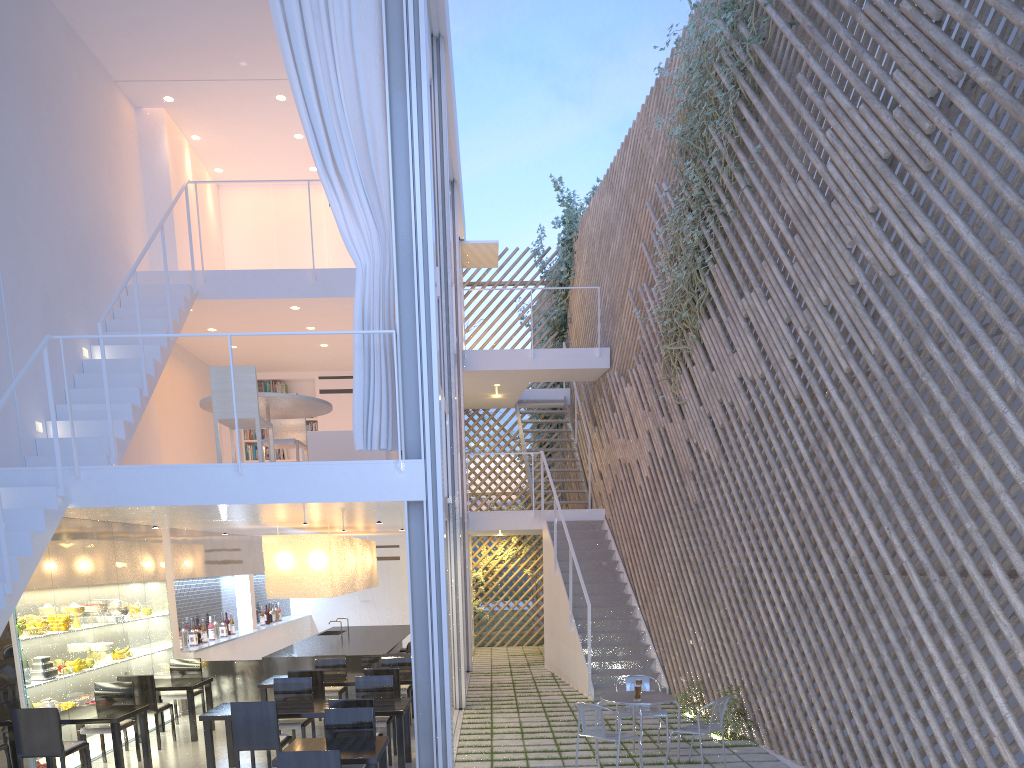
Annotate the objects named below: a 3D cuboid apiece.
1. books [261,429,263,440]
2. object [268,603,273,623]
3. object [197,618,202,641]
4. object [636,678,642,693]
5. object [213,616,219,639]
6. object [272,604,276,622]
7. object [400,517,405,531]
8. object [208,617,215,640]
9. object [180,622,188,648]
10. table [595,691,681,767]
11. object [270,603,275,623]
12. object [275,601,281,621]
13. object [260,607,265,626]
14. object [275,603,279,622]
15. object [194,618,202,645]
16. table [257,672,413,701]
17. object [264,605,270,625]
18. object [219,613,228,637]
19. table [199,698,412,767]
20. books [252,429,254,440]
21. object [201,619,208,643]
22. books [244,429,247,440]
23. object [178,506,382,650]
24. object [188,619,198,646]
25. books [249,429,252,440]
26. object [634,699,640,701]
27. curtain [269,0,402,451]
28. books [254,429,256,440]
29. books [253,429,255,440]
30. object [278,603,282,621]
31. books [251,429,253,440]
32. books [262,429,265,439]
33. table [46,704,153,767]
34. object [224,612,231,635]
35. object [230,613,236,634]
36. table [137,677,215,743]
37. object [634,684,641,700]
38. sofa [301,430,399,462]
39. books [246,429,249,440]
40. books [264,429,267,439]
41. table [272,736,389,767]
[{"bbox_3d":[-2.137,0.423,7.057,0.007,0.131,0.094,-2,2,-2],"label":"books"},{"bbox_3d":[-2.317,2.188,7.856,0.046,0.208,0.044,-2,9,-2],"label":"object"},{"bbox_3d":[-2.271,1.523,4.937,0.067,0.287,2.160,-1,-12,-1],"label":"object"},{"bbox_3d":[0.617,1.468,4.004,0.031,0.078,0.031,5,10,43],"label":"object"},{"bbox_3d":[-2.286,1.877,6.348,0.044,0.191,0.045,-10,12,-44],"label":"object"},{"bbox_3d":[-2.324,2.230,8.014,0.044,0.191,0.044,8,12,44],"label":"object"},{"bbox_3d":[-0.634,0.805,4.734,0.029,0.081,0.028,0,8,10],"label":"object"},{"bbox_3d":[-2.276,1.850,6.224,0.044,0.190,0.041,-1,9,-1],"label":"object"},{"bbox_3d":[-2.266,1.489,4.780,0.046,0.287,1.885,-1,-11,-1],"label":"object"},{"bbox_3d":[0.599,1.656,3.940,0.346,0.339,0.348,0,-1,-39],"label":"table"},{"bbox_3d":[-2.323,2.207,7.942,0.046,0.207,0.044,-1,9,0],"label":"object"},{"bbox_3d":[-2.321,2.246,8.129,0.046,0.207,0.044,6,12,39],"label":"object"},{"bbox_3d":[-2.310,2.147,7.606,0.041,0.186,0.040,-7,10,-31],"label":"object"},{"bbox_3d":[-2.310,2.242,8.069,0.046,0.191,0.043,-1,9,-2],"label":"object"},{"bbox_3d":[-2.241,1.512,4.893,0.106,0.286,2.088,-1,-11,0],"label":"object"},{"bbox_3d":[-0.969,1.878,4.813,0.916,0.337,0.349,-1,-1,-1],"label":"table"},{"bbox_3d":[-2.297,2.162,7.710,0.044,0.198,0.044,-3,9,-10],"label":"object"},{"bbox_3d":[-2.274,1.895,6.472,0.046,0.207,0.044,-1,9,0],"label":"object"},{"bbox_3d":[-0.945,1.682,3.893,0.916,0.337,0.349,-1,-1,-1],"label":"table"},{"bbox_3d":[-2.215,0.430,7.064,0.006,0.122,0.079,-2,3,-2],"label":"books"},{"bbox_3d":[-2.247,1.505,4.863,0.058,0.291,2.447,-1,-12,-1],"label":"object"},{"bbox_3d":[-2.274,0.425,7.055,0.015,0.131,0.093,-2,2,-2],"label":"books"},{"bbox_3d":[-1.479,1.182,4.666,1.672,0.823,1.853,-1,-8,-4],"label":"object"},{"bbox_3d":[-2.240,1.503,4.847,0.047,0.287,2.010,-1,-11,-1],"label":"object"},{"bbox_3d":[-2.234,0.428,7.058,0.021,0.126,0.090,-2,2,-2],"label":"books"},{"bbox_3d":[-0.836,1.306,3.831,2.867,0.413,0.035,-2,10,2],"label":"object"},{"bbox_3d":[-0.737,-0.931,3.284,0.516,2.475,0.092,-2,10,-4],"label":"curtain"},{"bbox_3d":[-2.193,0.419,7.063,0.015,0.145,0.076,-2,5,-2],"label":"books"},{"bbox_3d":[-2.206,0.413,7.060,0.011,0.156,0.080,-2,5,-2],"label":"books"},{"bbox_3d":[-2.321,2.267,8.193,0.044,0.190,0.041,0,9,11],"label":"object"},{"bbox_3d":[-2.221,0.427,7.057,0.006,0.125,0.093,-2,2,-2],"label":"books"},{"bbox_3d":[-2.123,0.424,7.070,0.021,0.133,0.068,-1,5,-2],"label":"books"},{"bbox_3d":[-1.942,1.700,3.871,0.359,0.337,0.349,-1,-1,-1],"label":"table"},{"bbox_3d":[-2.297,1.935,6.638,0.044,0.198,0.044,-3,9,-10],"label":"object"},{"bbox_3d":[-2.283,1.956,6.708,0.041,0.186,0.040,-7,10,-31],"label":"object"},{"bbox_3d":[-1.965,1.896,4.792,0.359,0.337,0.349,-1,-1,-1],"label":"table"},{"bbox_3d":[0.582,1.428,3.814,0.031,0.078,0.031,5,10,43],"label":"object"},{"bbox_3d":[-1.002,0.562,5.338,0.500,0.367,0.990,-1,-9,-2],"label":"sofa"},{"bbox_3d":[-2.259,0.419,7.057,0.015,0.145,0.086,-2,4,-2],"label":"books"},{"bbox_3d":[-2.103,0.427,7.064,0.018,0.123,0.083,-2,3,-2],"label":"books"},{"bbox_3d":[-0.645,1.492,3.025,0.359,0.337,0.349,-1,-1,-1],"label":"table"}]
